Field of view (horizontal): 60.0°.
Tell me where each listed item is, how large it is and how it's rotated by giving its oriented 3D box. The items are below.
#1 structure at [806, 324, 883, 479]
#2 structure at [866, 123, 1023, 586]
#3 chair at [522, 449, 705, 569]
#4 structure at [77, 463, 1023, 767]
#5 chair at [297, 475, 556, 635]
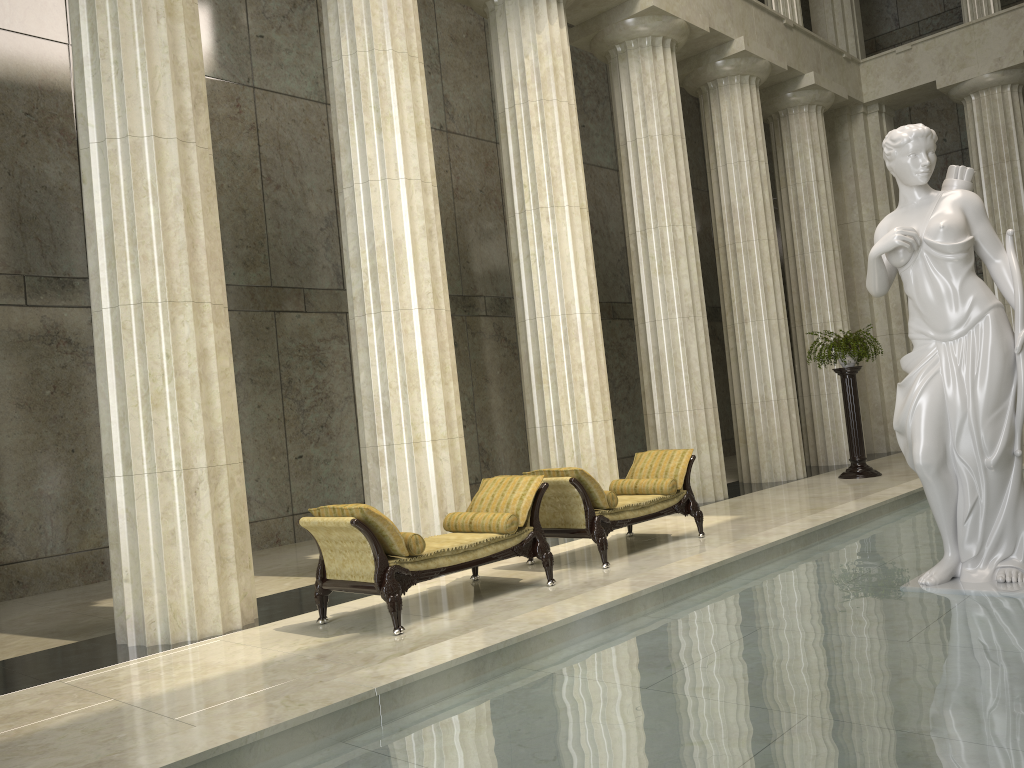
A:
[{"bbox_3d":[5.352,0.267,13.982,1.159,2.386,1.053,-8,-3,38],"label":"structure"},{"bbox_3d":[2.728,-0.134,5.471,0.940,3.044,0.729,-8,-3,37],"label":"structure"},{"bbox_3d":[1.053,1.236,9.119,0.993,0.950,2.172,-8,-3,43],"label":"chair"},{"bbox_3d":[2.912,1.307,5.415,3.754,0.508,11.573,-8,-3,43],"label":"structure"},{"bbox_3d":[-0.624,1.335,7.311,0.993,0.950,2.172,-8,-3,43],"label":"chair"}]
